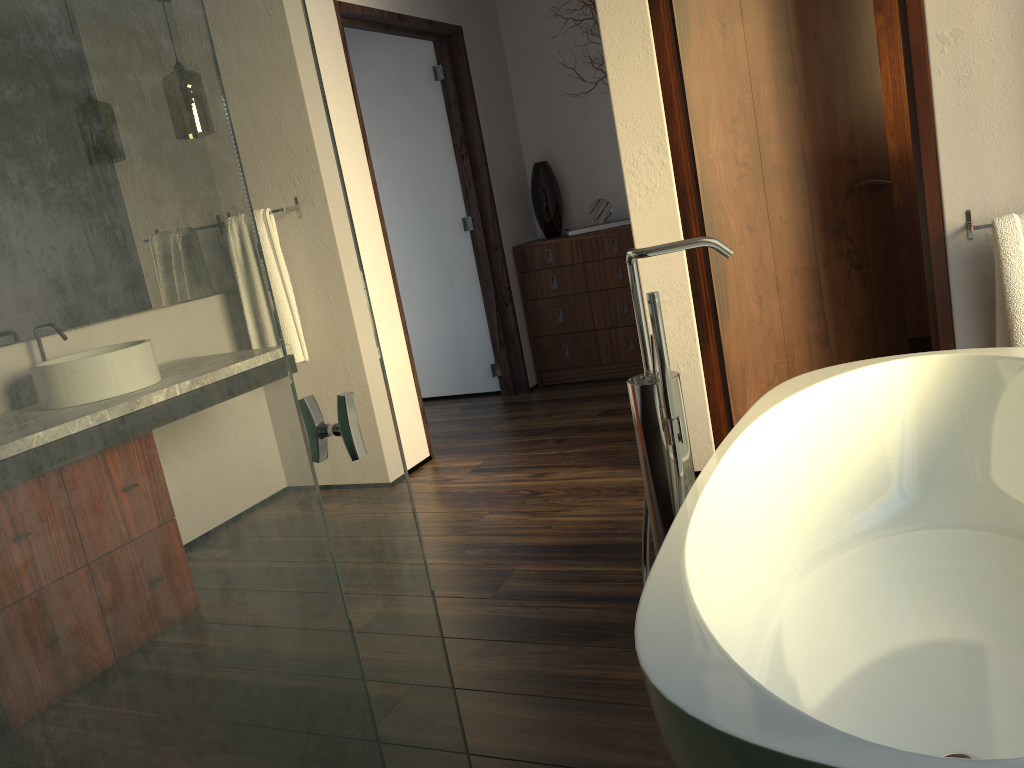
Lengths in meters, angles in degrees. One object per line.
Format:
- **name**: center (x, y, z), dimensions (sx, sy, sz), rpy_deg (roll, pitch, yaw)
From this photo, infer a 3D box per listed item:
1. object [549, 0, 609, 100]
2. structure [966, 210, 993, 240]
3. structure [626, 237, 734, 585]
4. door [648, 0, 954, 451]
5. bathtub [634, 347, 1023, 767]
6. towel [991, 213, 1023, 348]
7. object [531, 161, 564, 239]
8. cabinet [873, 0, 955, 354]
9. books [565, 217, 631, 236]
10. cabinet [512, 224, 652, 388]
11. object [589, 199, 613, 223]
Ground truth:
- **object**: center (0.553, -1.541, 4.469), dimensions (0.721, 1.447, 0.839), rpy_deg (-15, 11, -19)
- **structure**: center (1.459, -0.451, 2.330), dimensions (0.462, 0.088, 0.100), rpy_deg (-5, 12, 28)
- **structure**: center (0.307, 0.176, 1.735), dimensions (0.241, 0.895, 0.281), rpy_deg (-15, 12, -22)
- **door**: center (0.940, -0.718, 2.838), dimensions (0.745, 1.944, 0.455), rpy_deg (-5, 12, 27)
- **bathtub**: center (0.728, 0.361, 1.477), dimensions (0.780, 0.484, 1.590), rpy_deg (-6, 12, 26)
- **towel**: center (1.455, -0.153, 2.385), dimensions (0.263, 0.636, 0.153), rpy_deg (-9, 11, 10)
- **object**: center (0.195, -1.023, 4.923), dimensions (0.174, 0.416, 0.166), rpy_deg (-2, 14, 40)
- **cabinet**: center (1.757, -1.278, 3.723), dimensions (1.513, 2.359, 0.352), rpy_deg (-5, 12, 28)
- **books**: center (0.543, -0.867, 4.800), dimensions (0.499, 0.034, 0.246), rpy_deg (-11, 11, 3)
- **cabinet**: center (0.666, -0.461, 4.799), dimensions (1.162, 0.799, 0.395), rpy_deg (-5, 12, 28)
- **object**: center (0.483, -0.937, 4.803), dimensions (0.133, 0.131, 0.129), rpy_deg (-6, 12, 23)
